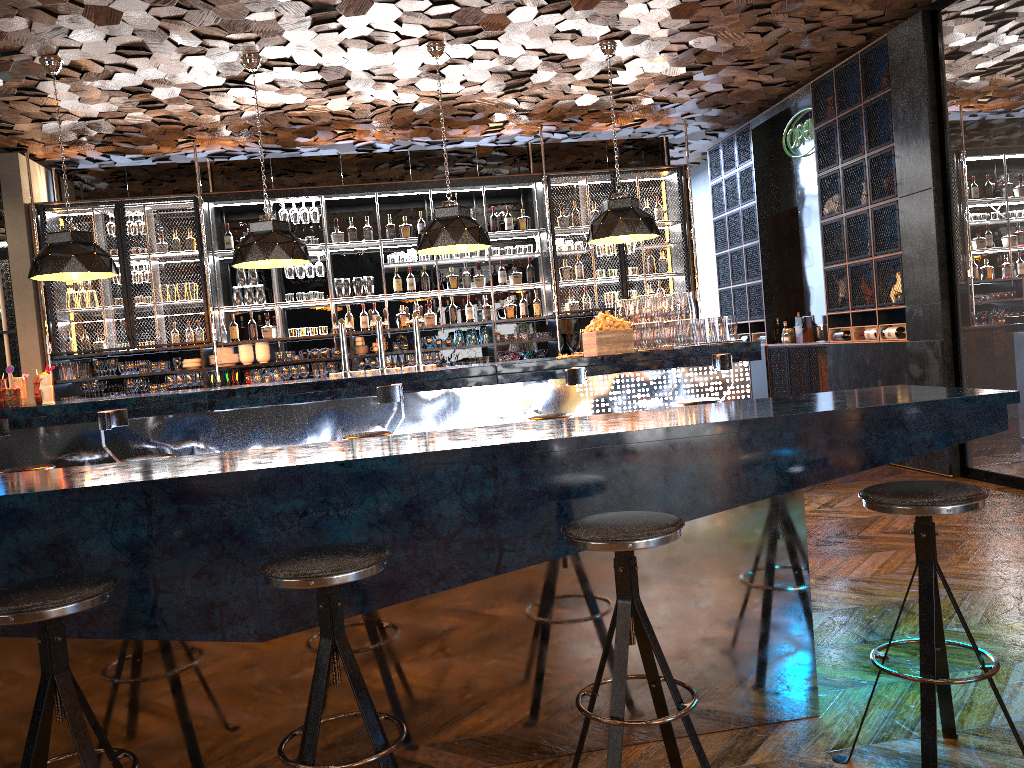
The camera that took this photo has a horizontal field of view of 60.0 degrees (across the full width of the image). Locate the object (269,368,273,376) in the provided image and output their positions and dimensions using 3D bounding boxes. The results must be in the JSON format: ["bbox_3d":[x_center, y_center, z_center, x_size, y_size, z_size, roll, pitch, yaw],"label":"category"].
[{"bbox_3d":[-2.548,-0.063,9.357,0.082,0.213,0.082,-5,2,-9],"label":"object"}]

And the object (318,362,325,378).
[{"bbox_3d":[-1.959,-0.112,9.157,0.071,0.226,0.071,-7,3,-36],"label":"object"}]

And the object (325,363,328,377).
[{"bbox_3d":[-1.966,-0.114,9.323,0.092,0.218,0.092,-3,3,42],"label":"object"}]

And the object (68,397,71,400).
[{"bbox_3d":[-4.399,0.180,8.824,0.031,0.098,0.031,-4,3,30],"label":"object"}]

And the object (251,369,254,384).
[{"bbox_3d":[-2.725,-0.042,9.241,0.082,0.213,0.082,-3,3,42],"label":"object"}]

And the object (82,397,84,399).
[{"bbox_3d":[-4.385,0.178,9.055,0.034,0.080,0.034,-5,2,1],"label":"object"}]

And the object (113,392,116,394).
[{"bbox_3d":[-4.069,0.137,9.068,0.093,0.101,0.093,-6,3,-22],"label":"object"}]

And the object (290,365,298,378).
[{"bbox_3d":[-2.236,-0.082,9.125,0.084,0.216,0.084,-5,2,7],"label":"object"}]

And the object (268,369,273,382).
[{"bbox_3d":[-2.537,-0.060,9.268,0.082,0.213,0.082,-4,3,24],"label":"object"}]

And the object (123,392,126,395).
[{"bbox_3d":[-3.954,0.131,8.980,0.093,0.101,0.093,-4,3,13],"label":"object"}]

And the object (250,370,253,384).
[{"bbox_3d":[-2.714,-0.040,9.154,0.082,0.213,0.082,-6,3,-16],"label":"object"}]

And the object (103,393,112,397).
[{"bbox_3d":[-4.040,0.143,8.860,0.093,0.101,0.093,-7,3,-40],"label":"object"}]

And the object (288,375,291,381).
[{"bbox_3d":[-2.367,-0.081,9.380,0.084,0.216,0.084,-4,3,30],"label":"object"}]

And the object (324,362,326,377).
[{"bbox_3d":[-1.971,-0.114,9.237,0.071,0.226,0.071,-7,3,-36],"label":"object"}]

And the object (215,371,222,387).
[{"bbox_3d":[-2.999,-0.021,9.102,0.073,0.229,0.073,-6,3,-19],"label":"object"}]

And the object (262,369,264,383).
[{"bbox_3d":[-2.646,-0.054,9.340,0.082,0.213,0.082,-4,3,22],"label":"object"}]

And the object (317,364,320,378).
[{"bbox_3d":[-2.060,-0.112,9.362,0.071,0.226,0.071,-7,3,-36],"label":"object"}]

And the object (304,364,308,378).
[{"bbox_3d":[-2.169,-0.094,9.274,0.084,0.216,0.084,-3,3,34],"label":"object"}]

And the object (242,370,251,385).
[{"bbox_3d":[-2.704,-0.037,9.065,0.082,0.213,0.082,-4,3,21],"label":"object"}]

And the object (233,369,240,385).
[{"bbox_3d":[-2.811,-0.036,9.073,0.073,0.229,0.073,-6,3,-19],"label":"object"}]

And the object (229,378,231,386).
[{"bbox_3d":[-2.937,-0.030,9.195,0.073,0.229,0.073,-6,3,-19],"label":"object"}]

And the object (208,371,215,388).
[{"bbox_3d":[-3.049,-0.013,9.023,0.073,0.229,0.073,-6,3,-19],"label":"object"}]

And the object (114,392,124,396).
[{"bbox_3d":[-3.933,0.133,8.876,0.093,0.101,0.093,-3,3,44],"label":"object"}]

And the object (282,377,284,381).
[{"bbox_3d":[-2.451,-0.072,9.370,0.082,0.213,0.082,-6,3,-17],"label":"object"}]

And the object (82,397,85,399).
[{"bbox_3d":[-4.390,0.177,9.101,0.034,0.080,0.034,-5,2,2],"label":"object"}]

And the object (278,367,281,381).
[{"bbox_3d":[-2.429,-0.066,9.194,0.082,0.213,0.082,-6,3,-27],"label":"object"}]

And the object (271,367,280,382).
[{"bbox_3d":[-2.422,-0.063,9.102,0.082,0.213,0.082,-4,3,22],"label":"object"}]

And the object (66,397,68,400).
[{"bbox_3d":[-4.442,0.183,8.846,0.033,0.101,0.033,-6,3,-28],"label":"object"}]

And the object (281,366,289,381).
[{"bbox_3d":[-2.330,-0.073,9.113,0.084,0.216,0.084,-6,3,-20],"label":"object"}]

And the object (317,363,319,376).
[{"bbox_3d":[-2.051,-0.109,9.269,0.071,0.226,0.071,-7,3,-36],"label":"object"}]

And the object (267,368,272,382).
[{"bbox_3d":[-2.524,-0.057,9.179,0.082,0.213,0.082,-6,3,-29],"label":"object"}]

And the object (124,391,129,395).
[{"bbox_3d":[-3.964,0.127,9.081,0.093,0.101,0.093,-5,2,7],"label":"object"}]

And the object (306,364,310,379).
[{"bbox_3d":[-2.186,-0.098,9.407,0.084,0.216,0.084,-4,3,14],"label":"object"}]

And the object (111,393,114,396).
[{"bbox_3d":[-4.055,0.140,8.964,0.093,0.101,0.093,-3,3,43],"label":"object"}]

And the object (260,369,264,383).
[{"bbox_3d":[-2.629,-0.051,9.255,0.082,0.213,0.082,-4,3,13],"label":"object"}]

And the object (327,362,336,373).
[{"bbox_3d":[-1.866,-0.118,9.202,0.092,0.218,0.092,-3,3,42],"label":"object"}]

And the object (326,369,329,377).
[{"bbox_3d":[-1.975,-0.118,9.430,0.092,0.218,0.092,-3,3,42],"label":"object"}]

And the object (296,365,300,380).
[{"bbox_3d":[-2.253,-0.086,9.256,0.084,0.216,0.084,-6,3,-16],"label":"object"}]

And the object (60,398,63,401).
[{"bbox_3d":[-4.480,0.187,8.823,0.028,0.097,0.028,-6,3,-18],"label":"object"}]

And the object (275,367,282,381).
[{"bbox_3d":[-2.441,-0.069,9.282,0.082,0.213,0.082,-6,3,-20],"label":"object"}]

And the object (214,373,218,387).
[{"bbox_3d":[-3.049,-0.020,9.171,0.073,0.229,0.073,-6,3,-19],"label":"object"}]

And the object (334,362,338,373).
[{"bbox_3d":[-1.865,-0.122,9.311,0.092,0.218,0.092,-3,3,42],"label":"object"}]

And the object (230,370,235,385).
[{"bbox_3d":[-2.873,-0.033,9.138,0.073,0.229,0.073,-6,3,-19],"label":"object"}]

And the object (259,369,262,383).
[{"bbox_3d":[-2.624,-0.048,9.164,0.082,0.213,0.082,-6,3,-32],"label":"object"}]

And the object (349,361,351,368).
[{"bbox_3d":[-1.704,-0.133,9.242,0.071,0.217,0.071,-5,2,0],"label":"object"}]

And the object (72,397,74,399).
[{"bbox_3d":[-4.408,0.177,8.902,0.031,0.098,0.031,-3,3,43],"label":"object"}]

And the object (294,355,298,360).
[{"bbox_3d":[-2.228,-0.270,9.151,0.049,0.048,0.044,-3,3,34],"label":"object"}]

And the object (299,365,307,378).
[{"bbox_3d":[-2.147,-0.090,9.139,0.084,0.216,0.084,-3,3,34],"label":"object"}]

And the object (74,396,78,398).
[{"bbox_3d":[-4.424,0.174,9.011,0.031,0.098,0.031,-4,3,24],"label":"object"}]

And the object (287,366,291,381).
[{"bbox_3d":[-2.343,-0.078,9.247,0.084,0.216,0.084,-5,2,4],"label":"object"}]

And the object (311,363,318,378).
[{"bbox_3d":[-2.037,-0.107,9.186,0.071,0.226,0.071,-7,3,-36],"label":"object"}]

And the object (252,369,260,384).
[{"bbox_3d":[-2.616,-0.045,9.077,0.082,0.213,0.082,-4,3,21],"label":"object"}]

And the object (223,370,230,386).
[{"bbox_3d":[-2.908,-0.027,9.064,0.073,0.229,0.073,-6,3,-19],"label":"object"}]

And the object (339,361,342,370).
[{"bbox_3d":[-1.771,-0.129,9.271,0.071,0.217,0.071,-5,2,0],"label":"object"}]

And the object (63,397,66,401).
[{"bbox_3d":[-4.437,0.184,8.801,0.033,0.101,0.033,-4,3,16],"label":"object"}]

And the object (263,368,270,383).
[{"bbox_3d":[-2.513,-0.054,9.092,0.082,0.213,0.082,-4,3,25],"label":"object"}]

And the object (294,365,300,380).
[{"bbox_3d":[-2.275,-0.090,9.387,0.084,0.216,0.084,-5,2,-9],"label":"object"}]
